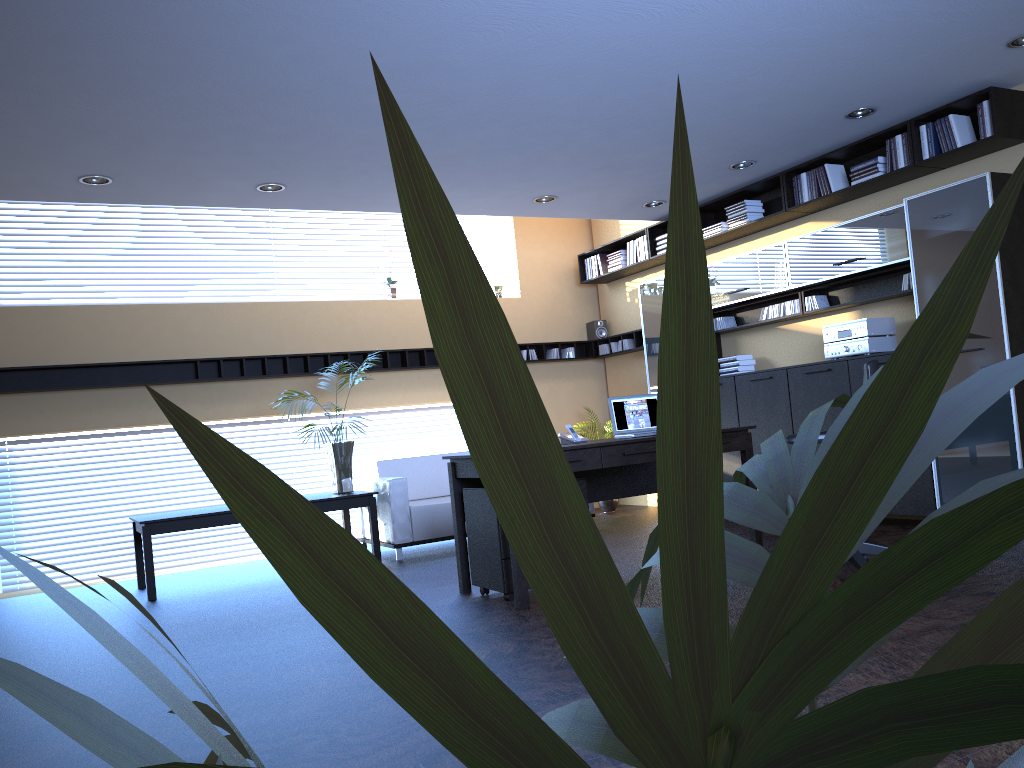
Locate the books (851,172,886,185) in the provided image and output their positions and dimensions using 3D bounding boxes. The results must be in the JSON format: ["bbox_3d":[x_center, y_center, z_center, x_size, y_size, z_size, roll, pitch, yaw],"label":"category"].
[{"bbox_3d":[2.826,-1.587,6.922,0.207,0.050,0.259,-4,-3,-29],"label":"books"}]

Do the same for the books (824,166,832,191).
[{"bbox_3d":[2.658,-1.660,7.232,0.207,0.257,0.072,-5,-2,-28],"label":"books"}]

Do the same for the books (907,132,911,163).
[{"bbox_3d":[3.008,-1.730,6.529,0.207,0.258,0.050,-5,-2,-28],"label":"books"}]

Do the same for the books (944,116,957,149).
[{"bbox_3d":[3.155,-1.759,6.250,0.207,0.259,0.075,-5,-2,-28],"label":"books"}]

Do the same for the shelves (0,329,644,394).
[{"bbox_3d":[-1.552,-0.258,8.646,6.616,0.213,1.251,-4,-3,-28],"label":"shelves"}]

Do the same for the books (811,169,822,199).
[{"bbox_3d":[2.579,-1.646,7.360,0.207,0.258,0.050,-5,-2,-28],"label":"books"}]

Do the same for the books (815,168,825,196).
[{"bbox_3d":[2.608,-1.652,7.302,0.207,0.259,0.075,-5,-2,-28],"label":"books"}]

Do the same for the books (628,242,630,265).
[{"bbox_3d":[1.351,-1.411,9.641,0.207,0.259,0.075,-4,-2,-29],"label":"books"}]

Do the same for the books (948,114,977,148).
[{"bbox_3d":[3.168,-1.762,6.222,0.207,0.259,0.075,-4,-2,-29],"label":"books"}]

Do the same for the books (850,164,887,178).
[{"bbox_3d":[2.812,-1.660,6.921,0.207,0.031,0.259,-4,-3,-29],"label":"books"}]

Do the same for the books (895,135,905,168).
[{"bbox_3d":[2.960,-1.721,6.621,0.207,0.258,0.050,-5,-2,-28],"label":"books"}]

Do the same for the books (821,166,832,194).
[{"bbox_3d":[2.634,-1.656,7.243,0.207,0.257,0.072,-5,-2,-28],"label":"books"}]

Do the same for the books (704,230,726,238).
[{"bbox_3d":[1.989,-1.419,8.451,0.207,0.028,0.259,-4,-3,-28],"label":"books"}]

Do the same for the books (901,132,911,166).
[{"bbox_3d":[2.985,-1.726,6.575,0.207,0.258,0.050,-5,-2,-28],"label":"books"}]

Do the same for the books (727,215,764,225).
[{"bbox_3d":[2.152,-1.507,8.167,0.207,0.028,0.259,-4,-3,-29],"label":"books"}]

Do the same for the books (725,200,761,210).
[{"bbox_3d":[2.128,-1.648,8.178,0.207,0.028,0.259,-4,-3,-28],"label":"books"}]

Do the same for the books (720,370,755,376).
[{"bbox_3d":[2.139,-0.087,8.404,0.207,0.050,0.259,-4,-3,-28],"label":"books"}]

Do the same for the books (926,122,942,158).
[{"bbox_3d":[3.079,-1.744,6.391,0.207,0.258,0.050,-5,-2,-28],"label":"books"}]

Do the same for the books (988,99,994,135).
[{"bbox_3d":[3.305,-1.787,5.976,0.207,0.258,0.050,-4,-2,-29],"label":"books"}]

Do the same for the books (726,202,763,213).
[{"bbox_3d":[2.138,-1.621,8.157,0.207,0.028,0.259,-4,-3,-29],"label":"books"}]

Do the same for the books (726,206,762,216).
[{"bbox_3d":[2.138,-1.592,8.169,0.207,0.028,0.259,-4,-3,-29],"label":"books"}]

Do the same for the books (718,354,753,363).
[{"bbox_3d":[2.119,-0.238,8.427,0.207,0.050,0.259,-4,-3,-29],"label":"books"}]

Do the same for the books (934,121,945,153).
[{"bbox_3d":[3.128,-1.751,6.344,0.207,0.259,0.075,-5,-2,-28],"label":"books"}]

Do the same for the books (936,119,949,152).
[{"bbox_3d":[3.124,-1.753,6.306,0.207,0.259,0.075,-5,-2,-29],"label":"books"}]

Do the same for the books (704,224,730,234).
[{"bbox_3d":[1.992,-1.476,8.455,0.207,0.028,0.259,-4,-3,-29],"label":"books"}]

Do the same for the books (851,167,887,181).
[{"bbox_3d":[2.821,-1.630,6.910,0.207,0.031,0.259,-4,-3,-28],"label":"books"}]

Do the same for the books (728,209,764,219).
[{"bbox_3d":[2.155,-1.565,8.164,0.207,0.028,0.259,-4,-3,-28],"label":"books"}]

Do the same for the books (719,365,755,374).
[{"bbox_3d":[2.134,-0.138,8.417,0.207,0.050,0.259,-4,-3,-28],"label":"books"}]

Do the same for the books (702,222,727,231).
[{"bbox_3d":[1.984,-1.503,8.477,0.207,0.028,0.259,-4,-3,-29],"label":"books"}]

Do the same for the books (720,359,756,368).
[{"bbox_3d":[2.143,-0.190,8.412,0.207,0.050,0.259,-4,-3,-28],"label":"books"}]

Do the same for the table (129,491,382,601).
[{"bbox_3d":[-2.151,1.317,7.501,1.893,0.602,0.899,-4,-3,-28],"label":"table"}]

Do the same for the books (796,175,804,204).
[{"bbox_3d":[2.507,-1.632,7.497,0.207,0.258,0.050,-5,-2,-28],"label":"books"}]

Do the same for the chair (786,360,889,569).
[{"bbox_3d":[1.895,0.493,5.112,0.769,1.215,0.832,-6,-2,19],"label":"chair"}]

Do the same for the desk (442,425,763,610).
[{"bbox_3d":[0.631,0.817,5.834,1.893,0.890,0.915,-4,-3,-28],"label":"desk"}]

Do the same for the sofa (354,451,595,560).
[{"bbox_3d":[-0.366,1.068,8.477,2.055,0.848,1.016,-4,-3,-28],"label":"sofa"}]

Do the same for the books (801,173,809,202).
[{"bbox_3d":[2.526,-1.637,7.449,0.207,0.258,0.050,-5,-2,-28],"label":"books"}]

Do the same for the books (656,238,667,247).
[{"bbox_3d":[1.642,-1.463,9.116,0.207,0.050,0.259,-4,-3,-28],"label":"books"}]

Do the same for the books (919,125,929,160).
[{"bbox_3d":[3.054,-1.740,6.436,0.207,0.258,0.050,-4,-2,-29],"label":"books"}]

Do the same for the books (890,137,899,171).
[{"bbox_3d":[2.943,-1.717,6.671,0.207,0.258,0.050,-5,-2,-28],"label":"books"}]

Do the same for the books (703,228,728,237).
[{"bbox_3d":[1.983,-1.447,8.462,0.207,0.028,0.259,-4,-3,-28],"label":"books"}]

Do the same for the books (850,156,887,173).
[{"bbox_3d":[2.811,-1.702,6.900,0.207,0.050,0.259,-4,-3,-28],"label":"books"}]

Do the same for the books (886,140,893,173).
[{"bbox_3d":[2.915,-1.711,6.716,0.207,0.260,0.055,-5,-2,-28],"label":"books"}]

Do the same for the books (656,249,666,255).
[{"bbox_3d":[1.647,-1.361,9.113,0.207,0.050,0.259,-4,-3,-29],"label":"books"}]

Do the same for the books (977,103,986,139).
[{"bbox_3d":[3.272,-1.780,6.061,0.207,0.258,0.050,-4,-2,-29],"label":"books"}]

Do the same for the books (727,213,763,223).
[{"bbox_3d":[2.151,-1.534,8.193,0.207,0.028,0.259,-4,-3,-29],"label":"books"}]

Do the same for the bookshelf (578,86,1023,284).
[{"bbox_3d":[2.142,-1.580,8.200,0.361,0.340,5.134,-4,-3,-28],"label":"bookshelf"}]

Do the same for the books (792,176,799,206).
[{"bbox_3d":[2.482,-1.628,7.543,0.207,0.258,0.050,-5,-2,-28],"label":"books"}]

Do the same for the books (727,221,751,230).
[{"bbox_3d":[2.150,-1.450,8.164,0.207,0.028,0.259,-4,-3,-29],"label":"books"}]

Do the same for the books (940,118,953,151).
[{"bbox_3d":[3.143,-1.756,6.280,0.207,0.259,0.075,-5,-2,-28],"label":"books"}]

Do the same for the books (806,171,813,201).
[{"bbox_3d":[2.557,-1.642,7.407,0.207,0.258,0.050,-5,-2,-28],"label":"books"}]

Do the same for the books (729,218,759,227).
[{"bbox_3d":[2.166,-1.481,8.150,0.207,0.028,0.259,-4,-3,-28],"label":"books"}]

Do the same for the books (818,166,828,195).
[{"bbox_3d":[2.622,-1.655,7.274,0.207,0.259,0.075,-5,-2,-28],"label":"books"}]

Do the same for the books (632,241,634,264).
[{"bbox_3d":[1.381,-1.416,9.586,0.207,0.259,0.075,-4,-2,-29],"label":"books"}]

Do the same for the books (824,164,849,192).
[{"bbox_3d":[2.646,-1.661,7.199,0.207,0.257,0.072,-4,-2,-29],"label":"books"}]

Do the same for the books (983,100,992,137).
[{"bbox_3d":[3.284,-1.783,6.016,0.207,0.258,0.036,-5,-2,-28],"label":"books"}]
